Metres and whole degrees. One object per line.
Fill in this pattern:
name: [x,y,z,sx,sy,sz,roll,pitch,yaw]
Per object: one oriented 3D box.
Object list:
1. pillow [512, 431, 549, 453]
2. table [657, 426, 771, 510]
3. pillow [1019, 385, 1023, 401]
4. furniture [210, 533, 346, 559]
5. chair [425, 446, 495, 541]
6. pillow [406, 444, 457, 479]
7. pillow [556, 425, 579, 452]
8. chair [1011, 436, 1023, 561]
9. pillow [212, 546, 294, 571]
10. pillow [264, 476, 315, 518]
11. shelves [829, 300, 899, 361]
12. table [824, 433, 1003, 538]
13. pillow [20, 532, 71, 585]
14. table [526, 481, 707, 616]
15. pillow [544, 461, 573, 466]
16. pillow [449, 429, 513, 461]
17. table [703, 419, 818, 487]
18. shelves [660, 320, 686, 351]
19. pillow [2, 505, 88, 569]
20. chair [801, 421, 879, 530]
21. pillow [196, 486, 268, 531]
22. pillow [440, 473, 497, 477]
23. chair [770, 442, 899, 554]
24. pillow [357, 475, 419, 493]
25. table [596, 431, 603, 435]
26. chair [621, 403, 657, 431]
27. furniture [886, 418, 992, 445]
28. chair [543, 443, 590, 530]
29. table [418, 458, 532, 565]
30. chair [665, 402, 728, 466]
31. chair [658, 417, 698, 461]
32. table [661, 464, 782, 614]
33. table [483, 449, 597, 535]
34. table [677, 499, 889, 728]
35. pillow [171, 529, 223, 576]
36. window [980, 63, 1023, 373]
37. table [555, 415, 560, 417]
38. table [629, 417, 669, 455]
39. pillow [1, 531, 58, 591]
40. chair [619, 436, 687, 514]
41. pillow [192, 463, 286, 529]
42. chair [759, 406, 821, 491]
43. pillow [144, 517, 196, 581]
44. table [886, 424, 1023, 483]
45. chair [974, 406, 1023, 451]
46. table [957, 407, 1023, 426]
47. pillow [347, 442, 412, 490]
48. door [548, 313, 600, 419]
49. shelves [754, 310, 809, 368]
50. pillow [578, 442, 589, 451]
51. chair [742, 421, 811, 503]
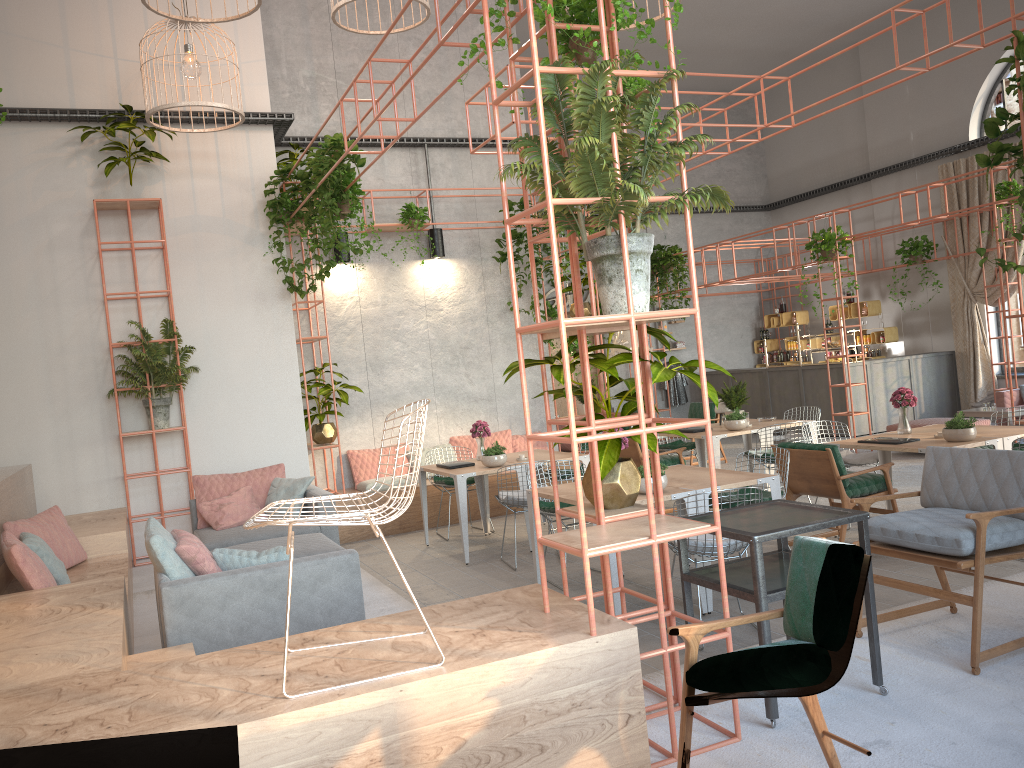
pillow: [0.188,0.842,11.595,0.666,0.385,0.289,-6,1,-28]
table: [2.190,0.930,9.876,0.694,0.830,1.205,-6,1,-23]
pillow: [7.813,0.146,13.111,0.500,0.324,0.307,-6,1,12]
furniture: [-1.734,1.406,6.512,0.941,0.446,0.975,-6,1,-23]
chair: [-0.587,1.174,9.704,0.565,0.941,0.717,-6,1,-22]
pillow: [-0.982,0.973,11.087,0.666,0.385,0.289,-6,1,-28]
pillow: [0.607,0.735,12.444,0.276,0.474,0.839,-7,1,-33]
chair: [3.850,0.783,6.572,0.565,0.941,0.717,-6,1,-7]
pillow: [-1.411,1.056,5.012,0.499,0.324,0.307,-6,1,12]
pillow: [-2.029,1.025,7.940,0.495,0.349,0.308,-5,1,26]
shelves: [6.605,-0.629,16.986,0.328,1.838,1.750,-6,1,-23]
table: [3.310,0.880,7.328,0.694,0.830,1.205,-6,1,-23]
pillow: [-3.274,1.238,6.211,0.289,0.385,0.666,-6,1,-28]
table: [0.697,1.158,6.247,0.694,0.830,1.205,-6,1,-23]
pillow: [0.422,0.965,11.256,0.637,0.149,0.491,-6,1,-22]
pillow: [-0.396,0.860,11.319,0.839,0.474,0.276,-6,1,-3]
table: [2.824,0.859,10.156,0.694,0.830,1.214,-6,1,-23]
shelves: [3.370,-1.102,18.653,0.560,0.790,0.186,-6,1,-23]
pillow: [-3.539,1.208,6.760,0.276,0.474,0.839,-6,1,-3]
chair: [3.107,0.824,8.274,0.565,0.941,0.717,-6,1,-22]
pillow: [-2.460,1.091,7.812,0.479,0.317,0.441,-7,2,-42]
pillow: [-0.506,1.068,10.853,0.637,0.149,0.491,-6,1,-22]
chair: [2.601,0.904,7.132,0.685,0.917,0.722,-6,1,-23]
pillow: [-1.463,1.175,10.438,0.637,0.149,0.491,-6,1,-22]
table: [1.206,0.965,14.703,0.635,0.798,0.602,-6,1,-23]
chair: [2.046,0.803,15.077,0.685,0.930,0.722,-6,1,-23]
furniture: [5.862,0.710,12.187,0.941,0.446,0.976,-6,1,-23]
chair: [0.695,1.052,9.253,0.717,0.941,0.565,-6,1,-27]
table: [-0.386,1.218,8.758,0.694,0.830,1.205,-6,1,-23]
chair: [2.748,0.764,13.452,0.685,0.929,0.722,-6,1,-23]
chair: [1.989,0.886,10.822,0.565,0.941,0.717,-6,1,-22]
table: [1.330,1.088,6.526,0.694,0.830,1.214,-6,1,-23]
table: [0.248,1.147,9.038,0.694,0.830,1.214,-6,1,-23]
table: [1.184,0.986,3.968,0.635,0.798,0.602,-6,1,-23]
pillow: [-1.783,1.042,5.109,0.289,0.385,0.666,-6,1,-23]
window: [9.000,-2.993,13.351,0.089,5.538,4.127,-6,1,-23]
table: [0.511,1.003,16.314,0.635,0.798,0.602,-6,1,-23]
table: [1.901,0.927,13.092,0.635,0.798,0.602,-6,1,-23]
pillow: [-3.032,1.180,5.584,0.276,0.474,0.839,-7,1,-33]
chair: [1.483,0.966,9.681,0.685,0.917,0.722,-6,1,-23]
pillow: [-2.464,1.020,8.103,0.836,0.476,0.273,-6,1,-23]
chair: [3.271,0.763,10.371,0.717,0.941,0.565,-6,1,-27]
pillow: [-1.929,1.026,5.061,0.276,0.474,0.839,-6,1,-23]
table: [3.944,0.809,7.608,0.694,0.830,1.214,-6,1,-23]
chair: [4.389,0.701,7.823,0.717,0.941,0.565,-6,1,-27]
table: [6.925,0.589,12.692,0.520,0.455,0.916,-6,1,-23]
pillow: [-1.582,0.991,10.851,0.839,0.474,0.276,-7,1,-33]
door: [1.102,-0.101,18.551,1.360,2.729,0.551,-6,1,-23]
shelves: [5.845,-0.588,18.749,0.328,1.838,1.750,-6,1,-23]
pillow: [0.969,0.878,12.714,0.491,0.149,0.637,-6,1,-22]
chair: [2.731,0.845,9.121,0.565,0.941,0.717,-6,1,-7]
